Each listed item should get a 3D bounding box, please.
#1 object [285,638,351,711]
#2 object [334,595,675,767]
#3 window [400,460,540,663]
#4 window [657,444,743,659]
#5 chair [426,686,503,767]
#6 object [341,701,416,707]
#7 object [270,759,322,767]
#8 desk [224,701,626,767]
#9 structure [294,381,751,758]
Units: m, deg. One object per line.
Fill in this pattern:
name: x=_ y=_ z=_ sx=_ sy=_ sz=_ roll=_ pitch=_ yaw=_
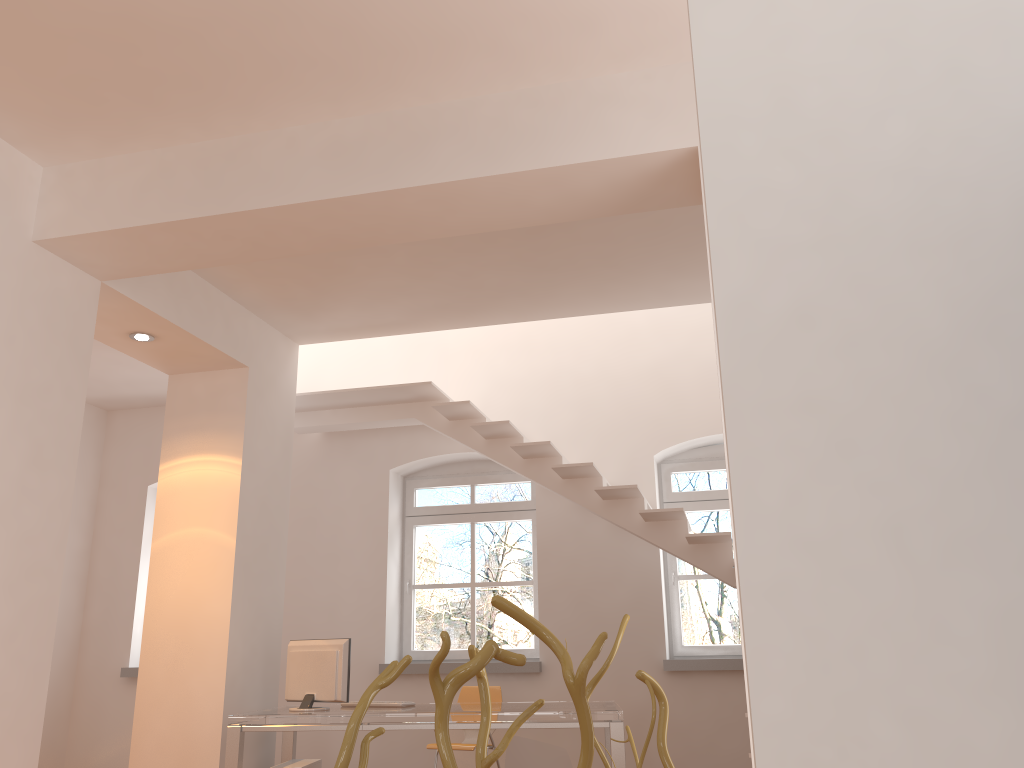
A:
object: x=-1.253 y=1.802 z=5.507 sx=0.516 sy=0.418 sz=0.245 roll=-16 pitch=-23 yaw=41
object: x=0.084 y=0.778 z=0.874 sx=0.284 sy=1.112 sz=0.655 roll=-12 pitch=-20 yaw=33
window: x=-0.345 y=1.522 z=7.717 sx=1.308 sy=1.737 sz=0.142 roll=-5 pitch=-18 yaw=13
window: x=1.881 y=1.327 z=7.201 sx=1.308 sy=1.737 sz=0.142 roll=-5 pitch=-18 yaw=13
chair: x=-0.321 y=2.596 z=6.313 sx=0.495 sy=0.829 sz=0.464 roll=-10 pitch=-19 yaw=27
object: x=-0.873 y=2.082 z=5.777 sx=0.467 sy=0.031 sz=0.200 roll=-8 pitch=-19 yaw=23
object: x=-1.376 y=2.634 z=5.631 sx=0.200 sy=0.422 sz=0.474 roll=-2 pitch=-17 yaw=3
desk: x=-0.457 y=2.366 z=5.395 sx=2.239 sy=0.750 sz=1.092 roll=-2 pitch=-17 yaw=3
structure: x=0.143 y=1.187 z=5.460 sx=4.630 sy=3.042 sz=3.450 roll=-5 pitch=-18 yaw=13
